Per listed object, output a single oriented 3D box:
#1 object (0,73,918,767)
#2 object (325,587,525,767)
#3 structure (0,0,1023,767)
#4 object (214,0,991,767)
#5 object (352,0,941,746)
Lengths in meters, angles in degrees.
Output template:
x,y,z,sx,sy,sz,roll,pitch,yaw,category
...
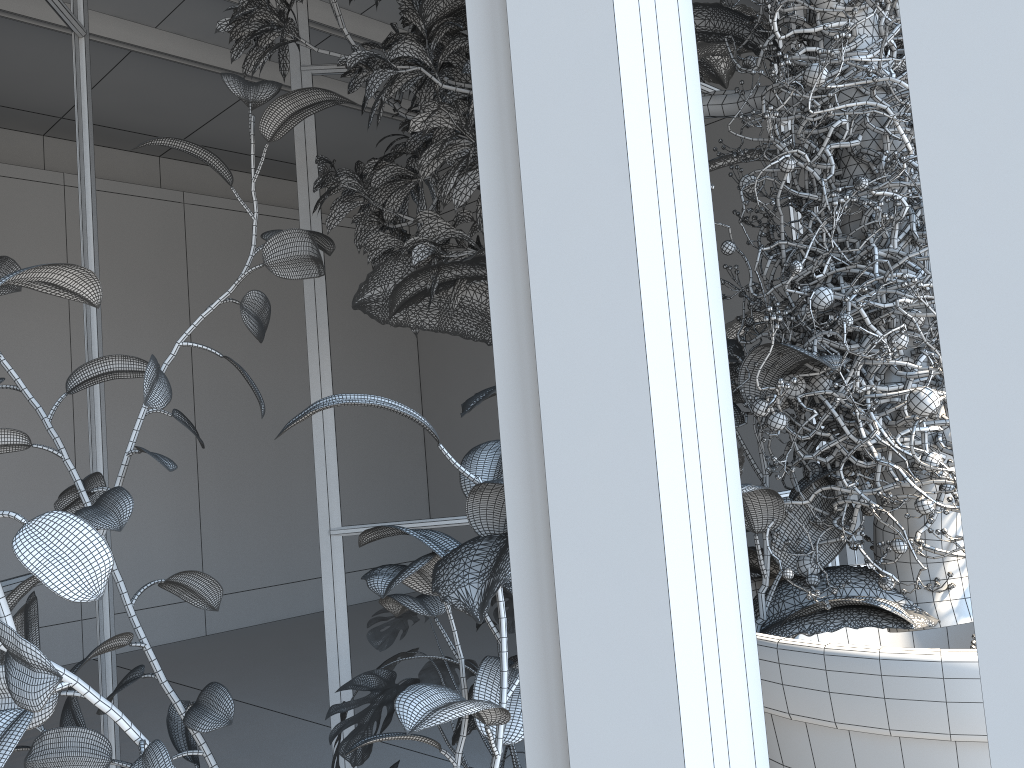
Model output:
x,y,z,sx,sy,sz,roll,pitch,yaw,category
-0.359,0.348,1.151,1.309,2.183,1.253,-1,-6,-34,object
0.036,0.966,1.832,1.125,1.001,0.920,-9,-6,42,object
0.648,-0.332,1.263,2.452,3.454,2.994,0,-7,-45,structure
0.207,-0.698,1.092,2.243,4.154,2.486,-6,-5,17,object
0.221,0.317,1.456,0.868,2.157,1.270,-3,-5,-14,object
